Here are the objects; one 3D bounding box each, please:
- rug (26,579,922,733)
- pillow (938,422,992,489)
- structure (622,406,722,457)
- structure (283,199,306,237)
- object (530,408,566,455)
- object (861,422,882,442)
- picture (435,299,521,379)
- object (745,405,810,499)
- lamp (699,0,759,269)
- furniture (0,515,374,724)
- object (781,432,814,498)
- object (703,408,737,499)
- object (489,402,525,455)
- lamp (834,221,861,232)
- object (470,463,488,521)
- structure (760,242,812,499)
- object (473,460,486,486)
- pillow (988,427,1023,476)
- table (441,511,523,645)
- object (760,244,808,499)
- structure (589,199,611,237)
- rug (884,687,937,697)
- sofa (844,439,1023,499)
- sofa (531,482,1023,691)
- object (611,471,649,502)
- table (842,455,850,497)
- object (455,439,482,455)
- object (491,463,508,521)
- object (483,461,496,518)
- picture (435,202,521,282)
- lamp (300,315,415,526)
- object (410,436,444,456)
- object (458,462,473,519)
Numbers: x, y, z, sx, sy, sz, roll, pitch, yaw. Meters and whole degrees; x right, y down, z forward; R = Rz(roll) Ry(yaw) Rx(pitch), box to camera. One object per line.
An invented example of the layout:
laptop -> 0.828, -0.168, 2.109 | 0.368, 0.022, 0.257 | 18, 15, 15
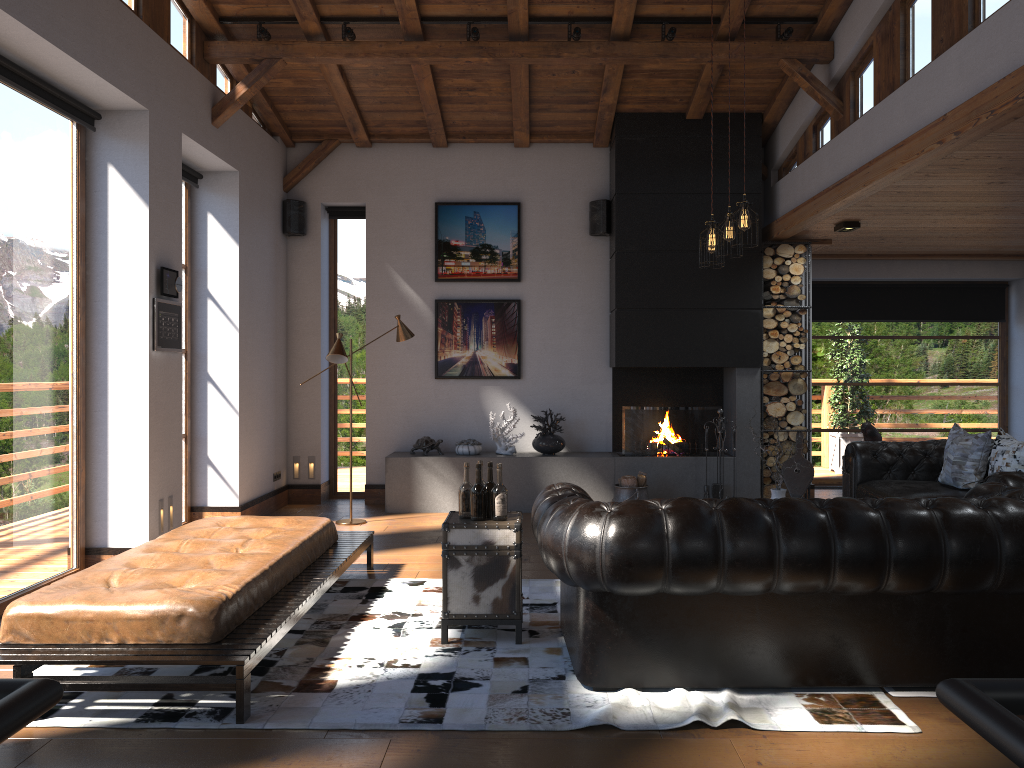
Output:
rug -> -0.283, 1.265, 4.561 | 3.807, 0.053, 2.433 | 0, 1, 1
pillow -> 3.413, 0.534, 6.680 | 0.283, 0.469, 0.529 | 0, 0, 4
structure -> 1.582, 0.479, 8.691 | 0.982, 0.514, 0.183 | 0, 0, 0
structure -> -2.207, -1.685, 8.999 | 0.213, 0.349, 0.213 | 0, 0, 1
object -> 0.362, 0.471, 8.804 | 0.338, 0.455, 0.337 | 0, 0, 26
object -> 3.143, 0.490, 7.737 | 0.147, 0.319, 0.251 | 0, 0, 42
picture -> -0.351, -0.458, 9.078 | 0.879, 0.816, 0.036 | 0, 0, 0
object -> 1.669, 0.517, 5.593 | 0.404, 0.808, 0.623 | 0, 0, 12
lamp -> 1.470, -1.953, 6.206 | 0.262, 2.201, 0.800 | 0, 0, -8
furniture -> -1.574, 1.071, 4.761 | 1.175, 0.436, 2.760 | 0, 1, 1
object -> 2.742, 0.851, 8.512 | 0.269, 0.795, 0.262 | 0, 0, -16
object -> 1.955, 0.737, 8.317 | 0.311, 1.017, 0.304 | 0, 0, -44
object -> -0.075, 0.445, 8.739 | 0.262, 0.532, 0.422 | 0, 0, -30
lamp -> 3.013, -1.419, 7.971 | 0.155, 0.068, 0.261 | 0, 1, 1
object -> -0.169, 0.546, 4.501 | 0.086, 0.286, 0.089 | 0, 0, 41
structure -> 2.657, -0.072, 8.822 | 0.502, 2.617, 0.512 | 0, 0, 1
object -> -0.166, 0.544, 4.665 | 0.087, 0.286, 0.088 | 0, 0, 11
pillow -> 3.397, 0.544, 6.000 | 0.283, 0.469, 0.529 | 0, 0, 4
table -> -0.146, 0.988, 4.578 | 0.405, 0.609, 0.417 | 0, 0, 1
object -> 2.650, -0.066, 8.832 | 0.493, 2.612, 0.466 | 0, 0, 0
structure -> 0.894, -1.684, 8.999 | 0.213, 0.349, 0.213 | 0, 0, 1
rug -> 2.872, 1.251, 5.664 | 2.430, 0.053, 4.046 | 0, 1, 2
sofa -> 3.352, 0.852, 6.197 | 1.239, 0.838, 2.566 | 0, 1, 1
sofa -> 1.372, 0.881, 4.061 | 2.566, 0.838, 1.239 | 0, 1, 0
object -> 1.107, 1.036, 8.227 | 0.380, 0.431, 0.388 | 0, 0, 27
table -> 3.154, 0.945, 7.760 | 0.405, 0.609, 0.417 | 0, 0, 1
object -> -0.437, 0.624, 8.828 | 0.281, 0.160, 0.259 | 0, 1, 3
object -> -0.066, 0.546, 4.497 | 0.088, 0.286, 0.086 | 0, 0, -22
object -> -0.113, 0.545, 4.583 | 0.088, 0.286, 0.087 | 0, 0, -22
picture -> -0.351, -1.452, 9.078 | 0.879, 0.816, 0.036 | 0, 0, 0
lamp -> -1.388, 0.300, 7.932 | 0.523, 1.899, 1.333 | 0, 0, 22
object -> -0.833, 0.612, 8.808 | 0.400, 0.183, 0.229 | 1, 1, 44
object -> -0.232, 0.545, 4.567 | 0.087, 0.286, 0.088 | 0, 0, 13
